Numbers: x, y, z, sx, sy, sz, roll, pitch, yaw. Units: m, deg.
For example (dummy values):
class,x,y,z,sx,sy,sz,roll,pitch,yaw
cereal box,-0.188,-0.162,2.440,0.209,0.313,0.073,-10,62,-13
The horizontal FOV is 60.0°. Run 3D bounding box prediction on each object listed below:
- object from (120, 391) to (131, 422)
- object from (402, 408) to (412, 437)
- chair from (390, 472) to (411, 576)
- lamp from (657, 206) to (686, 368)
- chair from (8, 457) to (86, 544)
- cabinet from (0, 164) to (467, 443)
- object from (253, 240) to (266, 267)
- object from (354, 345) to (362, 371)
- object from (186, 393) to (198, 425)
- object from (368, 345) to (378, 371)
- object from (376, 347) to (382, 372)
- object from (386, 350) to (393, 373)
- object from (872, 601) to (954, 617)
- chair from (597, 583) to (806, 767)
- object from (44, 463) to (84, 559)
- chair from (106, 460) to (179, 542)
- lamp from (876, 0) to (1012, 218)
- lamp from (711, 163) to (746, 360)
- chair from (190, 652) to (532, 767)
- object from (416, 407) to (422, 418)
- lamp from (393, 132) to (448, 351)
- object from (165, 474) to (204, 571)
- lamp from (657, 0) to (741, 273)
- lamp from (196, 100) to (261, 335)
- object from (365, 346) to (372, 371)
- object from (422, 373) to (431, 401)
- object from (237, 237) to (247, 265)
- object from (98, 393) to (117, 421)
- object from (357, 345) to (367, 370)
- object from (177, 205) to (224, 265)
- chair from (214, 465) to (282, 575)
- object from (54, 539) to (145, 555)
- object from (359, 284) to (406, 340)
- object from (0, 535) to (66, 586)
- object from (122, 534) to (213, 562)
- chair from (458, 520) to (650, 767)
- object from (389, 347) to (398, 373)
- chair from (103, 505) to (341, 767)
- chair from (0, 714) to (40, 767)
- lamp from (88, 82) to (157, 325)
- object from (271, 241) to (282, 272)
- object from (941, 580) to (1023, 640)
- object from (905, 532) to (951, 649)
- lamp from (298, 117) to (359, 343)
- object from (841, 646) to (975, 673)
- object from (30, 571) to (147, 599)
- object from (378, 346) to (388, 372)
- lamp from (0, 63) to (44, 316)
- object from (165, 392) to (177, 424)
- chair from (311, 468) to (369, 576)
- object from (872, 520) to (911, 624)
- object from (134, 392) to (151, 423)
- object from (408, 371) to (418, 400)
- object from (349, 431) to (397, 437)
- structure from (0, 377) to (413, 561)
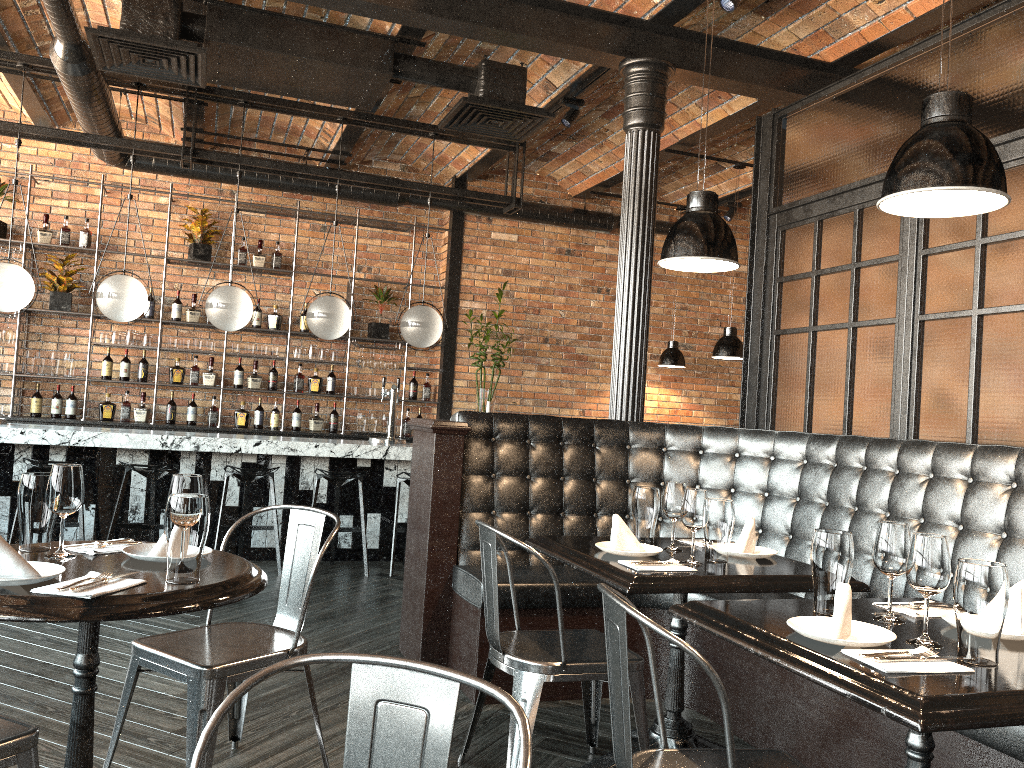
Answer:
class,x,y,z,sx,sy,sz,roll,pitch,yaw
object,-3.481,0.200,8.002,0.083,0.282,0.083,4,-2,-19
object,-1.047,0.382,8.857,0.083,0.282,0.083,5,-2,-34
chair,-0.706,1.007,6.548,0.475,0.737,0.414,4,-2,-24
lamp,1.692,-1.002,9.131,0.291,1.653,0.291,5,-2,-44
chair,-2.988,0.836,5.746,0.475,0.737,0.414,4,-2,-24
cabinet,-3.870,-0.618,7.830,7.075,3.779,0.564,4,-2,-19
object,-2.390,-1.226,8.399,0.123,0.279,0.123,4,-2,-16
object,-1.513,-0.257,8.776,0.092,0.244,0.092,3,-2,20
object,-2.953,0.232,8.195,0.086,0.298,0.086,3,-2,30
object,-1.354,-0.251,8.657,0.092,0.244,0.092,3,-2,20
object,-1.316,-0.243,8.845,0.092,0.244,0.092,3,-2,20
object,-1.218,-0.235,8.879,0.092,0.244,0.092,3,-2,20
object,1.083,0.596,2.370,0.255,0.019,0.157,4,-2,-19
chair,0.446,0.878,1.880,0.558,0.857,0.504,4,-2,-9
object,-1.189,0.336,2.352,0.092,0.244,0.092,4,-2,-20
chair,-2.441,0.877,5.938,0.475,0.737,0.414,4,-2,-9
lamp,1.087,-1.254,2.158,0.291,1.653,0.291,3,-2,26
lamp,1.881,-1.040,7.504,0.291,1.653,0.291,3,-2,26
chair,-0.270,0.806,1.000,0.504,0.857,0.558,3,-2,21
object,-0.933,0.384,8.911,0.086,0.298,0.086,3,-2,30
lamp,-0.678,-1.140,7.098,0.340,1.754,0.340,3,-2,27
object,-0.842,0.356,2.278,0.092,0.244,0.092,4,-2,-20
lamp,0.721,-1.246,3.198,0.291,1.653,0.291,3,-2,26
lamp,-2.058,-1.244,6.613,0.340,1.754,0.340,3,-2,27
object,-1.409,-0.250,8.812,0.092,0.244,0.092,3,-2,20
object,-0.857,0.032,8.926,0.083,0.282,0.083,4,-2,-9
object,-2.536,-1.240,8.346,0.083,0.282,0.083,4,-2,-19
object,-3.627,0.207,7.949,0.151,0.248,0.094,5,-2,-30
object,-1.458,-0.259,8.621,0.092,0.244,0.092,3,-2,20
object,-2.907,-1.388,8.255,0.425,0.526,0.430,4,-2,-17
chair,-1.838,0.922,6.150,0.475,0.737,0.414,4,-2,-24
object,-1.158,0.456,2.506,0.157,0.019,0.255,3,-2,31
object,-1.282,-0.710,8.746,0.398,0.560,0.374,2,-2,43
object,-1.160,0.387,2.054,0.232,0.139,0.232,3,-2,25
object,-0.944,0.413,2.444,0.232,0.139,0.232,2,-2,40
chair,0.143,0.891,2.919,0.558,0.857,0.504,4,-2,-19
object,-1.164,-0.237,8.724,0.092,0.244,0.092,3,-2,20
chair,-0.863,0.821,2.741,0.504,0.857,0.558,2,-2,36
chair,-1.302,0.764,1.819,0.504,0.857,0.558,3,-2,26
lamp,-2.747,-1.295,6.371,0.340,1.754,0.340,3,-2,27
object,-2.241,-1.218,8.449,0.083,0.282,0.083,5,-2,-34
object,1.180,0.541,2.167,0.232,0.139,0.232,2,-2,42
object,0.931,0.461,1.989,0.092,0.244,0.092,3,-2,31
lamp,-1.368,-1.192,6.856,0.340,1.754,0.340,3,-2,27
object,0.828,0.562,1.824,0.255,0.019,0.157,4,-2,-14
object,-0.955,0.455,2.043,0.157,0.019,0.255,3,-2,11
object,-1.261,-0.244,8.690,0.092,0.244,0.092,3,-2,20
lamp,-3.437,-1.347,6.129,0.340,1.754,0.340,3,-2,27
object,-3.112,0.219,8.105,0.086,0.297,0.086,3,-2,15
chair,-1.255,0.966,6.355,0.475,0.737,0.414,4,-2,-14
object,0.950,0.469,2.220,0.092,0.244,0.092,4,-2,-2
object,-3.346,0.212,8.034,0.123,0.279,0.123,4,-2,-6
object,-0.986,0.014,8.885,0.086,0.299,0.086,3,-2,30
object,-1.359,0.490,8.688,0.437,0.019,0.273,4,-2,-19
structure,-2.279,0.579,7.173,5.346,1.430,1.930,4,-2,-19
